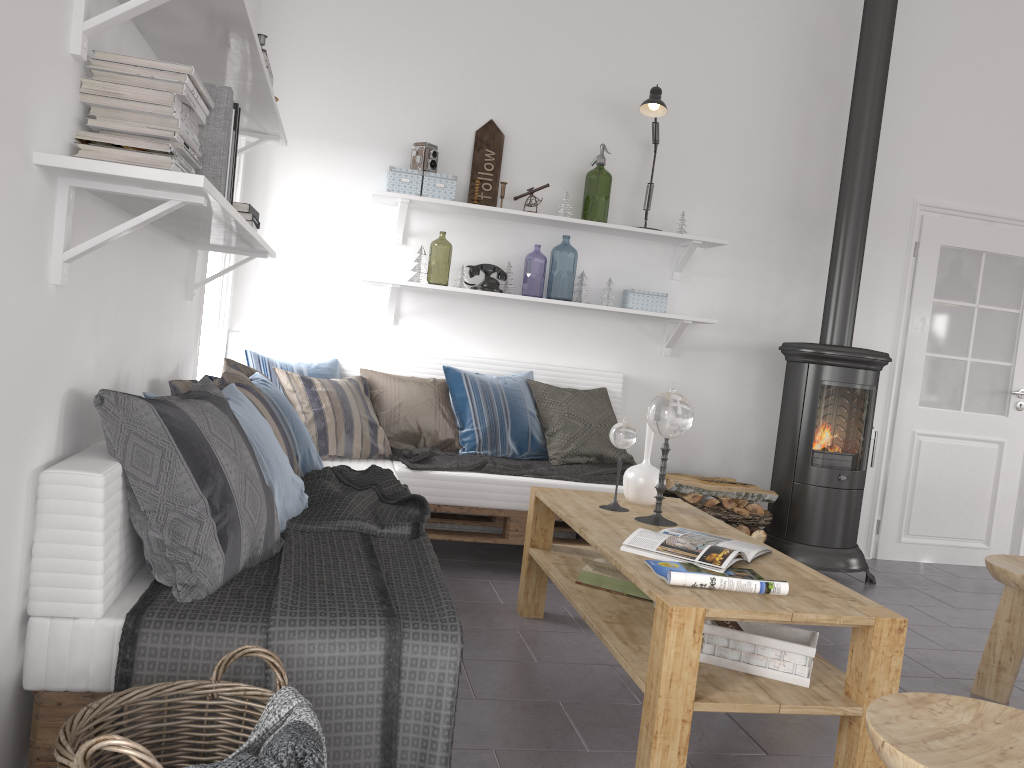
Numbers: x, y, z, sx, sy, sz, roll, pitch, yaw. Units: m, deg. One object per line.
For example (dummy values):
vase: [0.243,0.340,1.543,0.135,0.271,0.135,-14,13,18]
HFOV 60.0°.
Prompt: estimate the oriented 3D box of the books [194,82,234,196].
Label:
books: [-0.745,-0.541,1.993,0.200,0.271,0.050,6,3,-12]

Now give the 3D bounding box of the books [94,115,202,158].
books: [-0.741,-0.506,1.825,0.161,0.012,0.254,6,3,-12]

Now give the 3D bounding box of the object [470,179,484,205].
object: [-0.177,-0.954,4.420,0.085,0.152,0.085,7,3,12]

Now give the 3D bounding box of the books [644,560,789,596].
books: [0.515,0.481,2.261,0.300,0.043,0.229,6,3,-8]

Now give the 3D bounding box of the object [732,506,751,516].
object: [1.071,0.591,4.513,0.059,0.048,0.529,6,3,-12]

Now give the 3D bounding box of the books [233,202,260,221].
books: [-0.914,-0.554,2.810,0.190,0.028,0.239,6,3,-10]

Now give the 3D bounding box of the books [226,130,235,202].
books: [-0.744,-0.512,2.118,0.141,0.203,0.044,6,3,-12]

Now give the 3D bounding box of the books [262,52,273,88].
books: [-0.897,-1.054,2.960,0.176,0.053,0.290,6,3,-12]

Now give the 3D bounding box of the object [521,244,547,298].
object: [0.116,-0.571,4.499,0.111,0.270,0.111,7,3,6]

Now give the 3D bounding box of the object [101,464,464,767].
object: [-0.568,0.583,2.488,0.685,0.533,1.892,6,3,-12]

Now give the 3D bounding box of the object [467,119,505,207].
object: [-0.131,-1.118,4.539,0.154,0.480,0.053,6,3,-6]

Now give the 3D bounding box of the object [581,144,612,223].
object: [0.442,-1.022,4.541,0.136,0.415,0.136,8,3,21]

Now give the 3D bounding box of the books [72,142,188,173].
books: [-0.752,-0.434,1.805,0.176,0.025,0.331,6,3,-12]

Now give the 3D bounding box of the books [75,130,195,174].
books: [-0.764,-0.468,1.810,0.182,0.016,0.288,6,3,-12]

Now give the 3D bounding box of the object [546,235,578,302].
object: [0.259,-0.588,4.519,0.137,0.335,0.137,5,3,-23]

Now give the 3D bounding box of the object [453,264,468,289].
object: [-0.247,-0.533,4.380,0.072,0.124,0.068,5,3,-27]

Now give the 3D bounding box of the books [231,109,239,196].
books: [-0.782,-0.554,2.162,0.200,0.272,0.054,6,3,-12]

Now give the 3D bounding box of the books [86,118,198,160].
books: [-0.746,-0.493,1.813,0.159,0.012,0.285,6,3,-12]

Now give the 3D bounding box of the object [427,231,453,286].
object: [-0.357,-0.619,4.392,0.111,0.270,0.111,7,3,6]

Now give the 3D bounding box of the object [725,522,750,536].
object: [1.046,0.712,4.562,0.102,0.102,0.561,6,3,-12]

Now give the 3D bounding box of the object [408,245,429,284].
object: [-0.454,-0.593,4.393,0.113,0.195,0.107,6,3,-5]

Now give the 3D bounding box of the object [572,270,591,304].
object: [0.364,-0.502,4.612,0.097,0.178,0.103,9,4,41]

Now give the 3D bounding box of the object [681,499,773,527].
object: [1.030,0.635,4.359,0.480,0.104,0.126,6,3,-10]

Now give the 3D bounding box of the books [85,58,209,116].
books: [-0.734,-0.601,1.812,0.182,0.016,0.288,6,3,-12]

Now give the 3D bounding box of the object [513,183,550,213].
object: [0.093,-0.937,4.502,0.092,0.172,0.177,4,4,-44]

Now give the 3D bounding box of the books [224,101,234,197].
books: [-0.753,-0.537,2.041,0.193,0.257,0.046,6,3,-12]

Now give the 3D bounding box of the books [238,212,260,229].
books: [-0.921,-0.530,2.820,0.212,0.023,0.258,6,3,-12]

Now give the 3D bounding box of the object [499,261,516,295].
object: [-0.024,-0.542,4.537,0.127,0.176,0.007,6,3,-6]

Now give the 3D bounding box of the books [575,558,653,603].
books: [0.447,0.630,3.012,0.301,0.079,0.445,8,3,29]

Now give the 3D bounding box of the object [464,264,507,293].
object: [-0.137,-0.534,4.470,0.203,0.146,0.171,7,3,12]

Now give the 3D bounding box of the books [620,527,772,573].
books: [0.544,0.462,2.568,0.300,0.049,0.422,8,3,33]

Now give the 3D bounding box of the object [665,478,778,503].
object: [1.027,0.525,4.379,0.571,0.079,0.115,6,3,-11]

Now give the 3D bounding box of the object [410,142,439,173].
object: [-0.426,-1.116,4.414,0.117,0.157,0.121,9,4,38]

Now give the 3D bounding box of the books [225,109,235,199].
books: [-0.764,-0.532,2.064,0.205,0.243,0.019,6,3,-12]

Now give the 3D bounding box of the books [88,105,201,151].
books: [-0.749,-0.522,1.829,0.167,0.017,0.263,6,3,-12]

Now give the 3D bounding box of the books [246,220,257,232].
books: [-0.914,-0.506,2.815,0.191,0.023,0.242,6,3,-14]

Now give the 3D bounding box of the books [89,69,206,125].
books: [-0.737,-0.583,1.815,0.174,0.021,0.273,6,3,-12]

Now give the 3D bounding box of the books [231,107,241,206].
books: [-0.788,-0.557,2.184,0.210,0.274,0.048,6,3,-12]

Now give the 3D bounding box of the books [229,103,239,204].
books: [-0.776,-0.553,2.145,0.200,0.274,0.038,6,3,-12]

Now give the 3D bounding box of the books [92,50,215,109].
books: [-0.720,-0.615,1.808,0.182,0.016,0.288,6,3,-12]

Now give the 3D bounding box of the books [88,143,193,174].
books: [-0.755,-0.454,1.830,0.161,0.013,0.254,6,3,-12]

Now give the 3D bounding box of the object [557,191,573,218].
object: [0.272,-0.904,4.489,0.075,0.147,0.075,4,4,-45]

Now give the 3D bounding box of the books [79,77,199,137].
books: [-0.755,-0.561,1.812,0.180,0.028,0.296,6,3,-12]

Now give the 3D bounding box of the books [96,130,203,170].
books: [-0.744,-0.482,1.837,0.161,0.013,0.256,6,3,-12]

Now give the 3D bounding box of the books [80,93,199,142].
books: [-0.759,-0.539,1.817,0.182,0.016,0.288,6,3,-12]

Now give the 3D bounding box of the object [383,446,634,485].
object: [0.033,0.574,4.197,1.449,0.508,0.716,5,3,-22]

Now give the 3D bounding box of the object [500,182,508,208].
object: [-0.049,-0.940,4.465,0.052,0.148,0.052,9,4,40]

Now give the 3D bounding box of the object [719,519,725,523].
object: [0.947,0.691,4.540,0.110,0.109,0.463,6,3,-13]
